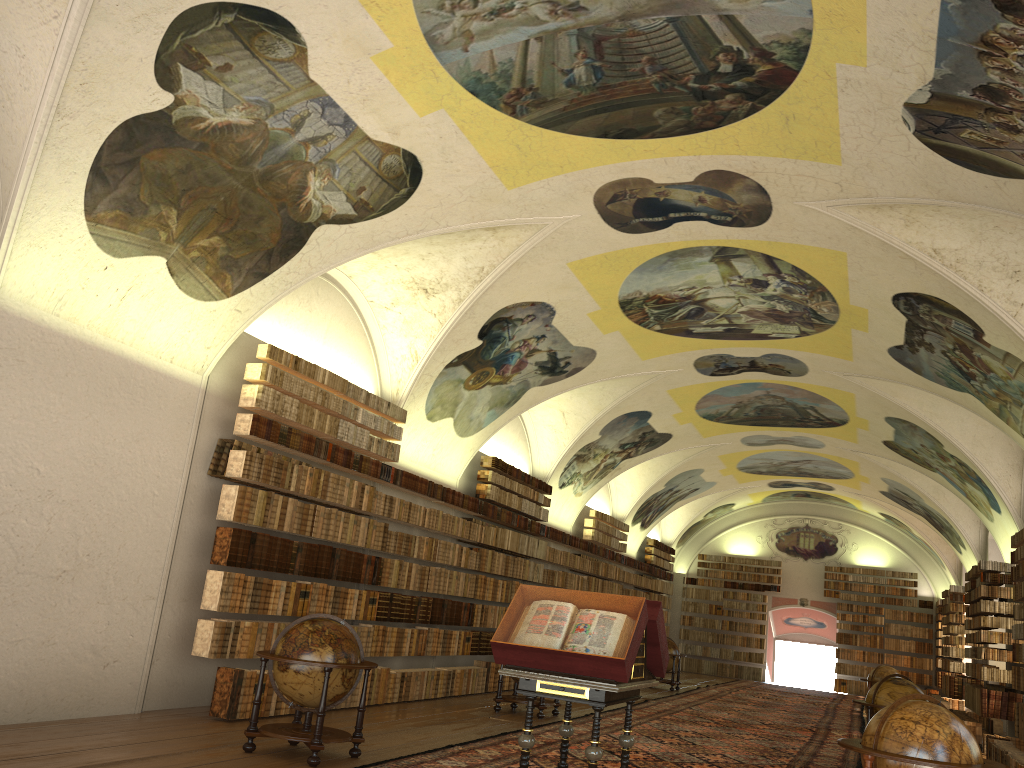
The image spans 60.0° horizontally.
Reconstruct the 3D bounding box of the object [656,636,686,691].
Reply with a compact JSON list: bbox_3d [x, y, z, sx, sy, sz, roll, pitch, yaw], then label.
[{"bbox_3d":[4.295,7.921,25.236,1.281,1.442,1.282,13,-15,-24],"label":"object"}]

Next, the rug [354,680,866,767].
[{"bbox_3d":[4.319,6.601,17.194,4.703,0.064,37.075,1,-15,22],"label":"rug"}]

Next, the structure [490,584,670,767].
[{"bbox_3d":[0.669,3.008,8.502,1.245,1.972,1.900,1,-15,22],"label":"structure"}]

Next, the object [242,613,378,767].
[{"bbox_3d":[-2.098,3.173,9.393,1.280,1.442,1.283,10,-14,-14],"label":"object"}]

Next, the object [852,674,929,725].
[{"bbox_3d":[5.736,5.065,13.191,1.280,1.442,1.283,10,-14,-14],"label":"object"}]

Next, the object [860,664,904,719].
[{"bbox_3d":[9.700,8.006,23.003,1.281,1.442,1.282,13,-15,-24],"label":"object"}]

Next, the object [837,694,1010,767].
[{"bbox_3d":[3.304,3.262,7.174,1.282,1.442,1.282,14,-15,-29],"label":"object"}]

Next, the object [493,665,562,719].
[{"bbox_3d":[0.332,4.977,15.410,1.282,1.442,1.282,14,-15,-29],"label":"object"}]
